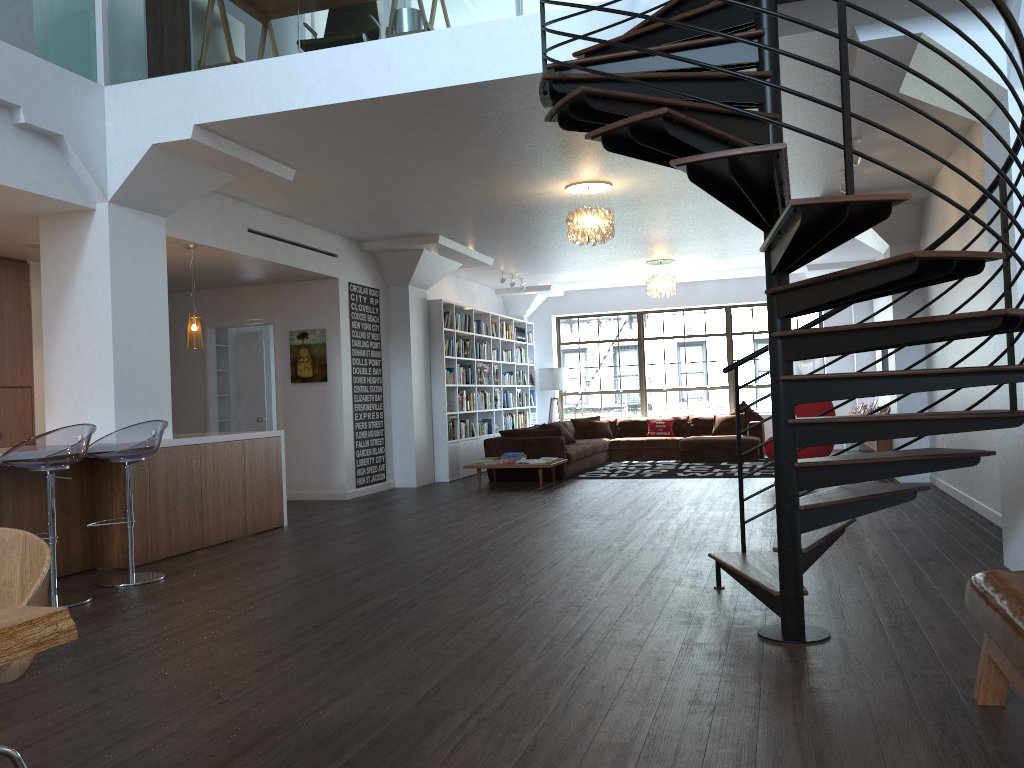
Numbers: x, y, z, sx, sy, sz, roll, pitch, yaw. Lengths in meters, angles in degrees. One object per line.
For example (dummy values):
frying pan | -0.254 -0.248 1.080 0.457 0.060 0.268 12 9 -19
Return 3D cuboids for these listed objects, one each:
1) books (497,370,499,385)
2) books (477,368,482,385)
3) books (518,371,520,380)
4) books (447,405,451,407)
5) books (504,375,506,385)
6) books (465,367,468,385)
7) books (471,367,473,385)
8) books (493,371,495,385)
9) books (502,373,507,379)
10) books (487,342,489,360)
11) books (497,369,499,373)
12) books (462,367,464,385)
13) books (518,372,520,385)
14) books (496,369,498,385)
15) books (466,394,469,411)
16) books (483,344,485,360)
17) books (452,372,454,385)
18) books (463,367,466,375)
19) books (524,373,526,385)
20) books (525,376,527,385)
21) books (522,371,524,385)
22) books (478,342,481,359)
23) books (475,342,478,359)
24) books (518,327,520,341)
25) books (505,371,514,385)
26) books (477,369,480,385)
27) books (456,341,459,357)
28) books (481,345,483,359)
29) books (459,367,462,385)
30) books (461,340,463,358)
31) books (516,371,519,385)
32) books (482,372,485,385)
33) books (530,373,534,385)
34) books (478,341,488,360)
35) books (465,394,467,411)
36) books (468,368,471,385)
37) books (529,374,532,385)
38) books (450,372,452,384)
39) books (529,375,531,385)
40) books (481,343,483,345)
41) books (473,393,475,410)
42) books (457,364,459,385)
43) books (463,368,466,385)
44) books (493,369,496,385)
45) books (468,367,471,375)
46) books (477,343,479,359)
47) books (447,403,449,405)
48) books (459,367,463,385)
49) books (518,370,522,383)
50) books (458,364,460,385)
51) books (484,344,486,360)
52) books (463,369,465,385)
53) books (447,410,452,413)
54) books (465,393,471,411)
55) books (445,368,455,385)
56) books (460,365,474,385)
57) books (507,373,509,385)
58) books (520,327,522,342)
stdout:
books | -0.295 -0.101 14.025 0.171 0.246 0.036 -3 -1 17
books | -0.543 -0.109 13.221 0.183 0.253 0.042 -3 -1 17
books | 0.044 -0.100 15.153 0.183 0.253 0.042 -3 -1 17
books | -0.937 0.301 11.950 0.174 0.032 0.254 -2 -1 12
books | -0.162 -0.061 14.372 0.120 0.167 0.019 -3 -1 17
books | -0.714 -0.112 12.622 0.182 0.253 0.034 -3 -1 17
books | -0.658 -0.112 12.787 0.182 0.253 0.034 -3 -1 17
books | -0.351 -0.091 13.818 0.161 0.223 0.030 -3 -1 17
books | -0.151 -0.080 14.456 0.140 0.206 0.042 -3 -1 17
books | -0.452 -0.501 13.580 0.197 0.283 0.065 -3 -1 17
books | -0.287 -0.103 14.061 0.160 0.251 0.036 -3 -1 17
books | -0.766 -0.111 12.475 0.159 0.250 0.026 -3 -1 17
books | 0.048 -0.085 15.114 0.161 0.223 0.032 -3 -1 17
books | -0.318 -0.103 13.961 0.183 0.253 0.039 -3 -1 17
books | -0.699 0.264 12.635 0.171 0.246 0.057 -3 -1 17
books | -0.500 -0.483 13.398 0.170 0.245 0.057 -3 -1 17
books | -0.852 -0.072 12.082 0.107 0.167 0.017 -3 -1 17
books | -0.746 -0.111 12.596 0.182 0.253 0.034 -3 -1 17
books | 0.143 -0.089 15.467 0.174 0.236 0.142 -3 -1 16
books | 0.168 -0.075 15.519 0.161 0.207 0.135 -3 -1 16
books | 0.118 -0.099 15.381 0.183 0.253 0.042 -3 -1 17
books | -0.553 -0.487 13.207 0.182 0.253 0.034 -3 -1 17
books | -0.598 -0.488 13.039 0.182 0.253 0.034 -3 -1 17
books | 0.035 -0.849 15.249 0.183 0.253 0.042 -3 -1 17
books | -0.042 -0.091 14.809 0.140 0.231 0.042 -3 -1 17
books | -0.566 -0.104 13.110 0.174 0.240 0.054 -3 -1 17
books | -0.841 -0.481 12.301 0.174 0.236 0.142 -3 -1 17
books | -0.523 -0.472 13.306 0.161 0.223 0.026 -3 -1 17
books | -0.788 -0.106 12.384 0.174 0.239 0.045 -3 -1 17
books | -0.781 -0.488 12.509 0.160 0.251 0.039 -3 -1 17
books | 0.022 -0.094 15.043 0.174 0.240 0.054 -3 -1 17
books | -0.497 -0.085 13.333 0.161 0.207 0.135 -3 -1 16
books | 0.289 -0.077 15.919 0.182 0.215 0.188 -3 -1 17
books | -0.466 -0.504 13.521 0.176 0.290 0.053 -3 -1 17
books | -0.735 0.268 12.593 0.174 0.240 0.045 -3 -1 17
books | -0.683 -0.105 12.717 0.174 0.239 0.045 -3 -1 17
books | 0.254 -0.074 15.834 0.167 0.210 0.162 -3 -1 17
books | -0.873 -0.072 12.035 0.120 0.167 0.020 -3 -1 17
books | 0.243 -0.080 15.770 0.161 0.218 0.101 -3 -1 17
books | -0.514 -0.485 13.358 0.159 0.250 0.026 -3 -1 17
books | -0.624 0.261 12.876 0.183 0.253 0.034 -3 -1 17
books | -0.838 -0.129 12.256 0.197 0.283 0.065 -3 -1 17
books | -0.743 -0.101 12.557 0.167 0.230 0.037 -3 -1 17
books | -0.339 -0.106 13.857 0.174 0.251 0.051 -3 -1 17
books | -0.678 -0.111 12.757 0.182 0.253 0.034 -3 -1 17
books | -0.581 -0.481 13.111 0.174 0.239 0.045 -3 -1 17
books | -0.936 0.272 11.954 0.144 0.025 0.204 -2 -1 7
books | -0.776 -0.109 12.434 0.170 0.245 0.057 -3 -1 17
books | 0.087 -0.102 15.300 0.180 0.259 0.042 -3 -1 17
books | -0.816 -0.132 12.313 0.176 0.290 0.053 -3 -1 17
books | -0.482 -0.479 13.446 0.174 0.239 0.045 -3 -1 17
books | -0.749 -0.098 12.497 0.161 0.223 0.027 -3 -1 17
books | -0.931 0.368 11.953 0.197 0.035 0.284 -2 -1 7
books | -0.677 0.261 12.715 0.183 0.253 0.034 -3 -1 17
books | -0.859 -0.103 12.121 0.140 0.231 0.042 -3 -1 17
books | -0.651 -0.129 12.850 0.176 0.294 0.102 -3 -1 17
books | -0.125 -0.075 14.533 0.136 0.196 0.045 -3 -1 17
books | 0.078 -0.849 15.373 0.183 0.253 0.042 -3 -1 17
